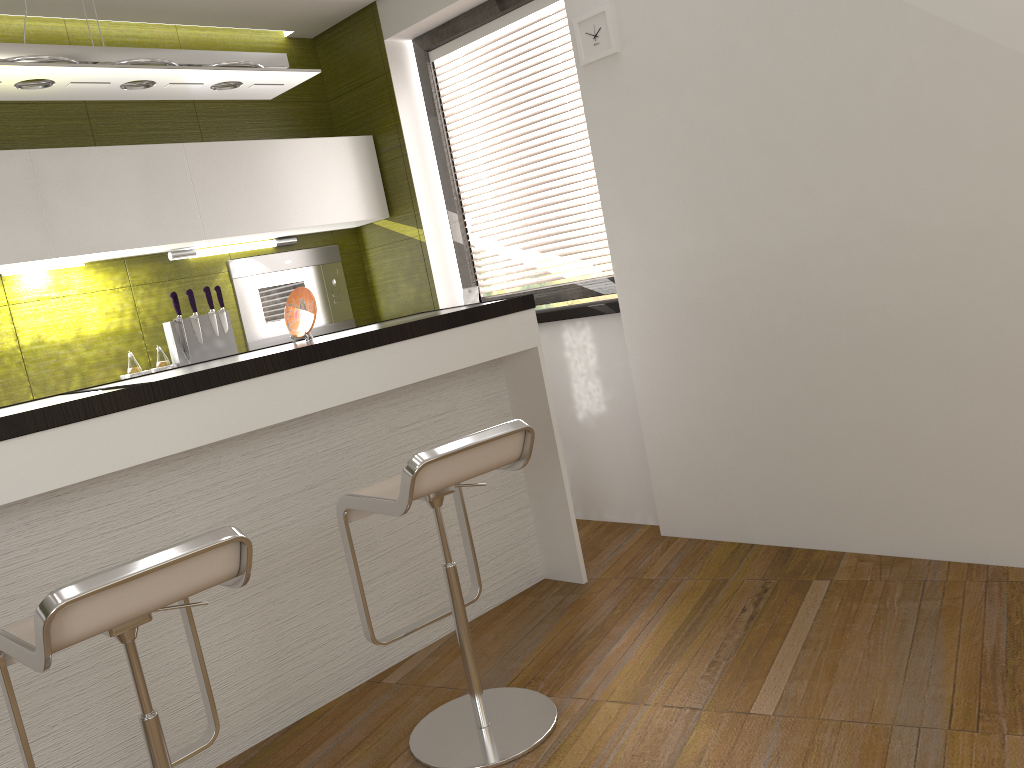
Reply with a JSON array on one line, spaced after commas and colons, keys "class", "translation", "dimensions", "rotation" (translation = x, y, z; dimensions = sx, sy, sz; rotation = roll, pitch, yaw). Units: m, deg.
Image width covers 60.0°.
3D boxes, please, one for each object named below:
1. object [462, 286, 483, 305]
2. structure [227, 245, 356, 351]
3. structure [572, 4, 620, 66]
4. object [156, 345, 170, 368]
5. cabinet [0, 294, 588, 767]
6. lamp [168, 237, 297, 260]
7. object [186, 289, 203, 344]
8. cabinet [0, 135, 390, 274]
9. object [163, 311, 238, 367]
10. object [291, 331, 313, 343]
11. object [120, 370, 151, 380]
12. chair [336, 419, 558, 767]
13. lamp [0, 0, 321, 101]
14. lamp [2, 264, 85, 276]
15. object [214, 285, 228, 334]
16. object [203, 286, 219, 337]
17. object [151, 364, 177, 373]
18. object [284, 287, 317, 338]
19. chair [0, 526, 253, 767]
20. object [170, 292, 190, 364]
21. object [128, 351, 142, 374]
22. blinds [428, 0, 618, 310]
[{"class": "object", "translation": [-0.196, -0.401, 4.472], "dimensions": [0.106, 0.169, 0.057], "rotation": [-5, 9, 40]}, {"class": "structure", "translation": [-1.134, -0.458, 4.651], "dimensions": [0.015, 0.469, 0.663], "rotation": [-4, 10, 45]}, {"class": "structure", "translation": [0.326, -1.351, 3.443], "dimensions": [0.180, 0.180, 0.026], "rotation": [-4, 10, 45]}, {"class": "object", "translation": [-1.596, -0.118, 4.038], "dimensions": [0.059, 0.121, 0.059], "rotation": [-10, 7, 13]}, {"class": "cabinet", "translation": [-1.052, 0.564, 2.582], "dimensions": [0.663, 1.134, 2.947], "rotation": [-4, 10, 45]}, {"class": "lamp", "translation": [-1.365, -0.674, 4.389], "dimensions": [0.095, 0.041, 0.716], "rotation": [-4, 10, 45]}, {"class": "object", "translation": [-1.472, -0.309, 4.110], "dimensions": [0.013, 0.264, 0.042], "rotation": [-4, 10, 45]}, {"class": "cabinet", "translation": [-1.882, 0.089, 3.740], "dimensions": [0.724, 2.089, 3.471], "rotation": [-4, 10, 45]}, {"class": "object", "translation": [-1.460, -0.206, 4.172], "dimensions": [0.107, 0.227, 0.293], "rotation": [-4, 10, 45]}, {"class": "object", "translation": [-0.749, -0.219, 3.175], "dimensions": [0.088, 0.131, 0.072], "rotation": [-5, 10, 40]}, {"class": "object", "translation": [-1.671, -0.034, 3.940], "dimensions": [0.107, 0.032, 0.107], "rotation": [-4, 10, 46]}, {"class": "chair", "translation": [-0.148, 0.548, 2.414], "dimensions": [0.418, 0.857, 0.460], "rotation": [-17, 9, -39]}, {"class": "lamp", "translation": [-1.377, -1.153, 2.394], "dimensions": [0.326, 0.683, 1.677], "rotation": [-4, 10, 45]}, {"class": "lamp", "translation": [-2.004, -0.490, 3.804], "dimensions": [0.008, 0.008, 0.334], "rotation": [-4, 10, 45]}, {"class": "object", "translation": [-1.379, -0.352, 4.205], "dimensions": [0.013, 0.231, 0.040], "rotation": [-4, 10, 45]}, {"class": "object", "translation": [-1.413, -0.339, 4.170], "dimensions": [0.013, 0.243, 0.036], "rotation": [-4, 10, 45]}, {"class": "object", "translation": [-1.585, -0.065, 4.045], "dimensions": [0.107, 0.032, 0.107], "rotation": [-16, 9, -32]}, {"class": "object", "translation": [-0.756, -0.256, 3.171], "dimensions": [0.184, 0.178, 0.055], "rotation": [-5, 10, 41]}, {"class": "chair", "translation": [-0.727, 0.740, 1.826], "dimensions": [0.460, 0.857, 0.418], "rotation": [-4, 10, 45]}, {"class": "object", "translation": [-1.519, -0.255, 4.060], "dimensions": [0.013, 0.339, 0.046], "rotation": [-4, 10, 45]}, {"class": "object", "translation": [-1.682, -0.088, 3.933], "dimensions": [0.059, 0.121, 0.059], "rotation": [-11, 7, 2]}, {"class": "blinds", "translation": [-0.425, -4.075, 8.020], "dimensions": [16.000, 12.704, 9.030], "rotation": [-12, 7, -5]}]
